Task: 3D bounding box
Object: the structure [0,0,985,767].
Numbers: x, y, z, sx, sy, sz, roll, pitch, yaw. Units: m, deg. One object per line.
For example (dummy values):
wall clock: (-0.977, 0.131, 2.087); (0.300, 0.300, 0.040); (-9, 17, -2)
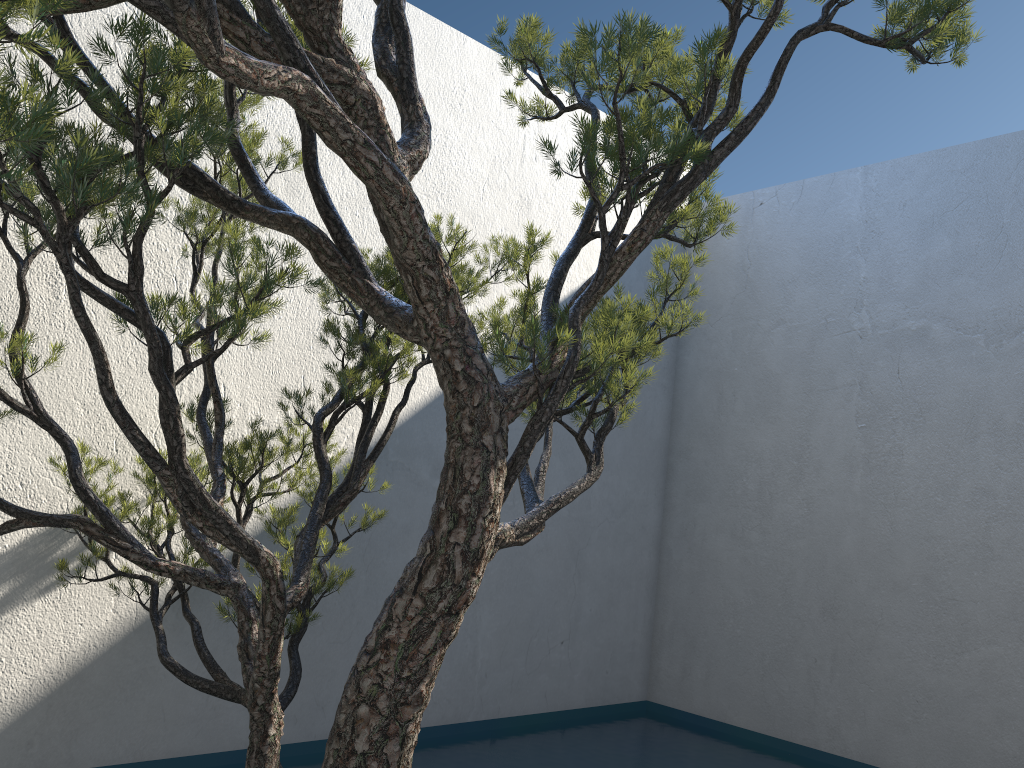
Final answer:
structure: (-0.463, -0.300, 1.849); (2.584, 3.450, 2.537); (1, -7, 41)
